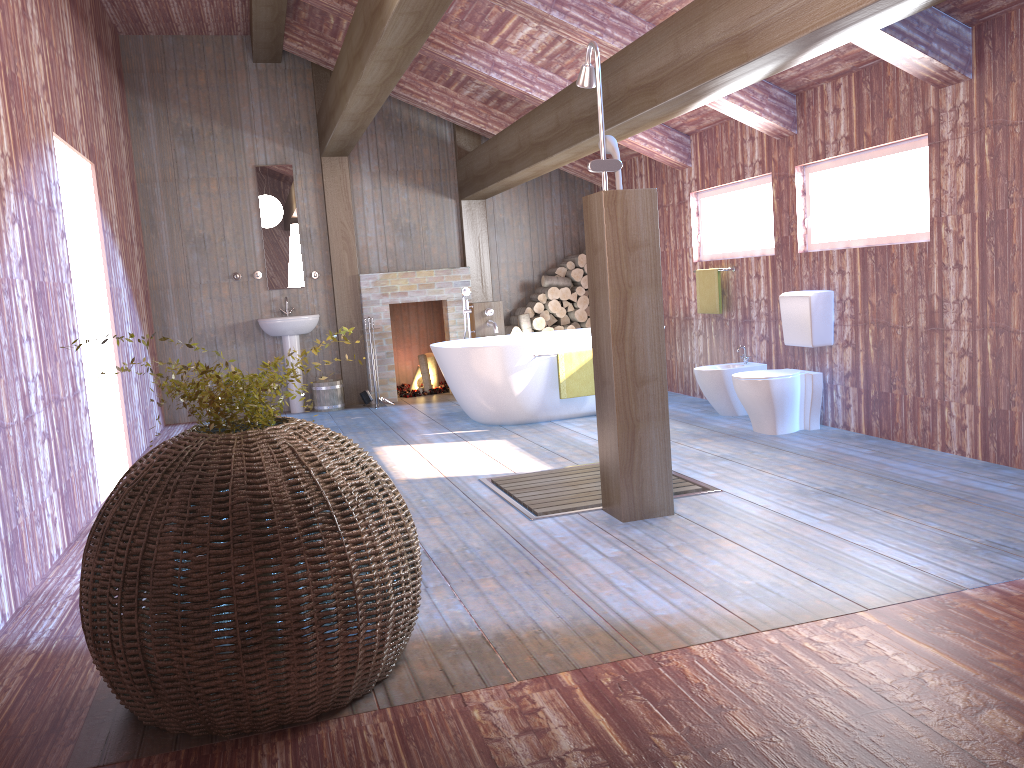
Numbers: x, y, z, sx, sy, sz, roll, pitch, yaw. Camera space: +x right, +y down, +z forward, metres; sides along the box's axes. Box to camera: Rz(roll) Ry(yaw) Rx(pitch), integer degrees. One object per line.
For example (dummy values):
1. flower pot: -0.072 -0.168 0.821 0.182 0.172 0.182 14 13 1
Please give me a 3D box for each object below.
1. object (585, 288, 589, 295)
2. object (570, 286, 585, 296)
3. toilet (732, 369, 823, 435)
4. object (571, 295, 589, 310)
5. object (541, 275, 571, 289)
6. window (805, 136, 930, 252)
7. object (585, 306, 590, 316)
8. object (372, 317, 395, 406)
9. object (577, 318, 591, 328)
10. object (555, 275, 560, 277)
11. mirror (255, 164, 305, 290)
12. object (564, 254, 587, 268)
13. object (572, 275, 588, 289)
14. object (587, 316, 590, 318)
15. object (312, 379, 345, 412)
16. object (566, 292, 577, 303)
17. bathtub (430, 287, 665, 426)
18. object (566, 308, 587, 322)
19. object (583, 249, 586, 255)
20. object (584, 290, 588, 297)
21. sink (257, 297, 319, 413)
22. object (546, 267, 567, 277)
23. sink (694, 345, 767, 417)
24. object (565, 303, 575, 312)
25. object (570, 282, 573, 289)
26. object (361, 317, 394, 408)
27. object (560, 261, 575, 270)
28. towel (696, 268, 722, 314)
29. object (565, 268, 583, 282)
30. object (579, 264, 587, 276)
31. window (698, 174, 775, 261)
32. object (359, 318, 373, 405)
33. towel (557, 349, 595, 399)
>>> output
1. object: 0.817 -0.975 9.407 0.172 0.151 0.482 -6 7 -15
2. object: 0.646 -0.979 9.323 0.102 0.109 0.438 -6 7 -15
3. toilet: 1.730 0.121 5.887 0.534 0.400 0.375 -6 7 -15
4. object: 0.676 -0.854 9.347 0.136 0.157 0.439 -6 7 -15
5. object: 0.458 -1.052 9.157 0.302 0.157 0.121 -6 7 -15
6. window: 2.190 -1.137 5.453 0.054 0.587 1.255 -6 7 -15
7. object: 0.756 -0.773 9.363 0.111 0.118 0.302 -6 7 -16
8. object: -1.306 -0.218 8.689 0.206 0.871 0.126 -1 7 27
9. object: 0.768 -0.646 9.367 0.114 0.113 0.301 -6 7 -18
10. object: 0.427 -1.077 9.353 0.113 0.130 0.291 -6 7 -15
11. mirror: -2.267 -1.531 8.675 0.350 1.199 0.009 -6 7 -16
12. object: 0.681 -1.291 9.328 0.135 0.139 0.456 -6 7 -15
13. object: 0.715 -1.065 9.339 0.143 0.151 0.440 -6 7 -15
14. object: 0.879 -0.671 9.431 0.137 0.133 0.437 -6 7 -17
15. object: -1.804 0.113 8.720 0.309 0.290 0.308 -5 7 -6
16. object: 0.566 -0.899 9.306 0.109 0.124 0.424 -6 7 -16
17. bathtub: 0.307 -0.290 7.310 1.935 1.109 1.460 -4 7 6
18. object: 0.644 -0.726 9.349 0.141 0.143 0.437 -6 7 -17
19. object: 0.841 -1.393 9.383 0.104 0.121 0.270 -6 7 -15
20. object: 0.726 -0.938 9.331 0.095 0.090 0.278 -6 7 -14
21. sink: -2.130 -0.277 8.614 0.582 1.143 0.475 -6 7 -16
22. object: 0.471 -1.167 9.359 0.140 0.121 0.319 -6 7 -14
23. sink: 1.622 -0.020 6.663 0.515 0.517 0.335 -6 7 -15
24. object: 0.575 -0.811 9.325 0.085 0.096 0.280 -6 7 -15
25. object: 0.545 -1.042 9.392 0.121 0.124 0.291 -6 7 -15
26. object: -1.396 -0.218 8.729 0.276 0.888 0.333 -1 7 26
27. object: 0.578 -1.236 9.272 0.094 0.097 0.227 -6 7 -15
28. towel: 1.591 -0.748 7.170 0.032 0.361 0.370 -6 7 -15
29. object: 0.609 -1.145 9.319 0.139 0.148 0.458 -6 7 -15
30. object: 0.742 -1.204 9.335 0.141 0.143 0.437 -6 7 -17
31. window: 1.778 -1.277 6.937 0.054 0.587 1.255 -6 7 -15
32. object: -1.450 -0.217 8.659 0.136 0.846 0.062 -9 8 -34
33. towel: 0.526 -0.082 6.795 0.370 0.361 0.032 -7 7 -19
